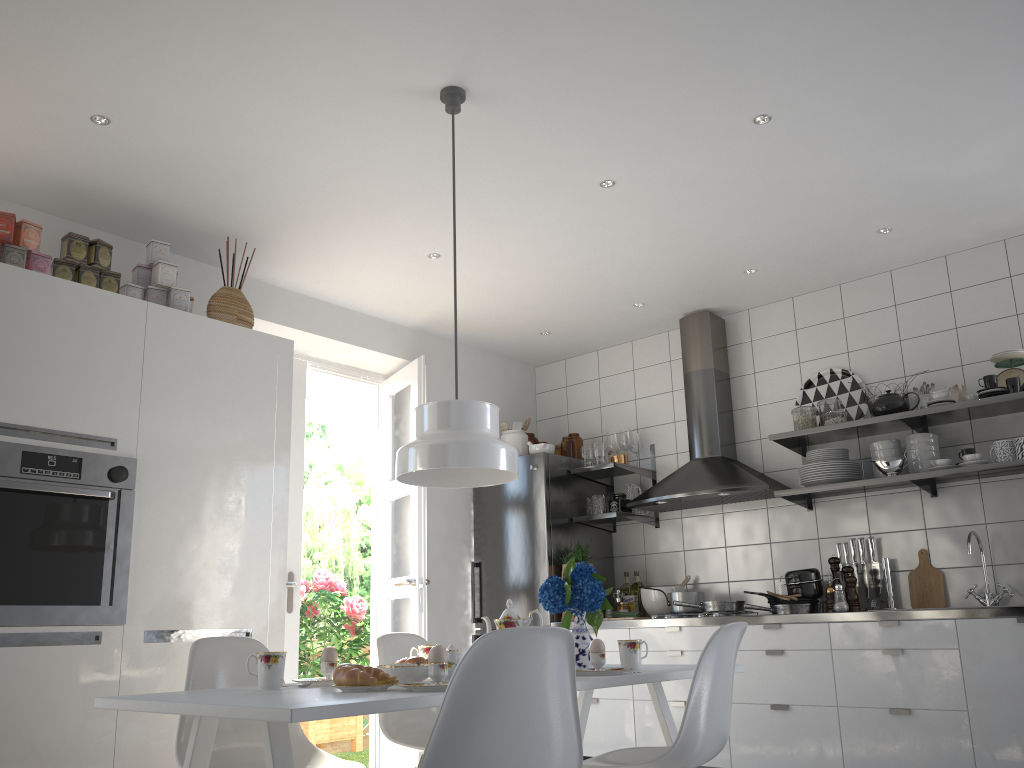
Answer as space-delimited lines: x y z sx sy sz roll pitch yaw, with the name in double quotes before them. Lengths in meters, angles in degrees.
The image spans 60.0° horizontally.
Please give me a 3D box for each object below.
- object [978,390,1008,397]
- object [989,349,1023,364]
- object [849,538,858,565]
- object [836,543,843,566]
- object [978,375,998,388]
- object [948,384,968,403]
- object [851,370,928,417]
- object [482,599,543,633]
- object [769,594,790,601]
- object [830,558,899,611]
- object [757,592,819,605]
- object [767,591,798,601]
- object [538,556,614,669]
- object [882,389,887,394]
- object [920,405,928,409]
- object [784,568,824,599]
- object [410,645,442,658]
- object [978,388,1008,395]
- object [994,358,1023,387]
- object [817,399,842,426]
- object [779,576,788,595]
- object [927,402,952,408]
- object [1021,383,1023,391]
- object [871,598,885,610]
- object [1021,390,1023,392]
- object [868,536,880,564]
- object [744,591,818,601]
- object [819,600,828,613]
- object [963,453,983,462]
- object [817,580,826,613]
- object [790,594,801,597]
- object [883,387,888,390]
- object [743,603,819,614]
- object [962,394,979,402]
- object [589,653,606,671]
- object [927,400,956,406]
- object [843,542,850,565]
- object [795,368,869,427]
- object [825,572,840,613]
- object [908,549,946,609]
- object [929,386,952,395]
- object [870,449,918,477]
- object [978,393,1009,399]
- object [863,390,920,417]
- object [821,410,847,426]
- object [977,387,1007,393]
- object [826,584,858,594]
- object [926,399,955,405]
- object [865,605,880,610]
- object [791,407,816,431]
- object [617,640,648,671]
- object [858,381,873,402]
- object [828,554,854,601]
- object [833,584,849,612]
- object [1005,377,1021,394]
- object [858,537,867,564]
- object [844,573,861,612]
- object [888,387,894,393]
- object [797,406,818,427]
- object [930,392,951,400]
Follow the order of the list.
"object" 2.118 0.054 3.898 0.121 0.020 0.122 13 -21 -43
"object" 2.286 -0.120 4.070 0.163 0.046 0.166 -2 -15 0
"object" 1.723 0.843 4.465 0.022 0.131 0.033 12 -19 -43
"object" 1.668 0.867 4.510 0.028 0.113 0.019 -11 -17 35
"object" 2.111 0.004 3.917 0.055 0.077 0.071 6 -16 -28
"object" 2.110 0.076 4.182 0.116 0.150 0.128 4 -16 -22
"object" 1.881 0.079 4.406 0.378 0.276 0.199 -8 -16 22
"object" 0.001 0.777 2.725 0.140 0.228 0.150 7 -16 -30
"object" 1.293 1.036 4.306 0.064 0.044 0.338 -3 -16 7
"object" 1.743 1.008 4.411 0.323 0.258 0.067 -14 -19 39
"object" 1.332 1.068 4.353 0.347 0.081 0.245 1 -16 -8
"object" 1.309 1.029 4.307 0.059 0.060 0.337 -1 -16 -1
"object" 0.220 0.775 3.006 0.267 0.373 0.237 -14 -19 41
"object" 1.889 0.119 4.451 0.028 0.218 0.101 -4 -14 12
"object" 1.960 0.127 4.158 0.079 0.047 0.083 -6 -16 15
"object" 1.435 0.987 4.358 0.190 0.157 0.199 -2 -15 2
"object" -0.270 0.892 2.860 0.078 0.094 0.091 -13 -18 38
"object" 2.118 0.045 3.899 0.121 0.022 0.122 3 -16 -17
"object" 2.285 0.000 4.030 0.160 0.207 0.186 -14 -19 39
"object" 1.620 0.169 4.502 0.121 0.169 0.122 6 -16 -29
"object" 1.444 1.096 4.599 0.101 0.199 0.081 -10 -16 30
"object" 1.963 0.109 4.044 0.121 0.020 0.122 13 -21 -43
"object" 2.242 0.017 3.837 0.069 0.057 0.080 -5 -15 13
"object" 1.781 1.073 4.306 0.029 0.068 0.070 12 -20 -42
"object" 2.256 0.039 3.824 0.121 0.020 0.122 13 -21 -43
"object" 1.798 0.824 4.401 0.047 0.131 0.022 -15 -19 43
"object" 1.341 1.052 4.348 0.357 0.080 0.247 12 -20 -40
"object" 1.562 1.119 4.447 0.066 0.067 0.053 -2 -14 1
"object" 2.024 0.336 3.889 0.083 0.047 0.080 9 -19 -35
"object" 1.556 1.084 4.566 0.081 0.199 0.101 6 -16 -28
"object" 1.343 1.043 4.321 0.065 0.021 0.339 -3 -16 4
"object" 1.896 0.118 4.471 0.029 0.230 0.063 -9 -16 28
"object" 1.331 1.109 4.374 0.352 0.060 0.234 -7 -16 19
"object" 2.088 0.078 4.021 0.083 0.047 0.080 9 -19 -35
"object" 0.255 0.825 2.625 0.048 0.057 0.048 1 -15 -8
"object" 1.963 0.100 4.046 0.121 0.020 0.122 13 -21 -43
"object" 1.694 0.860 4.488 0.028 0.113 0.019 -11 -17 35
"object" 1.693 0.108 4.697 0.397 0.390 0.053 -14 -18 40
"object" 1.536 0.996 4.232 0.081 0.190 0.058 -9 -16 29
"object" 1.987 0.938 4.256 0.158 0.291 0.047 -13 -18 39
"object" 1.959 0.043 4.060 0.078 0.067 0.083 8 -18 -33
"object" 1.788 0.378 4.144 0.210 0.133 0.103 -8 -16 22
"object" 2.118 0.063 3.895 0.121 0.020 0.122 -7 -16 17
"object" 1.802 0.098 4.214 0.178 0.141 0.202 0 -15 -8
"object" 1.593 0.181 4.372 0.121 0.078 0.122 -9 -17 26
"object" 2.116 0.036 3.903 0.121 0.023 0.122 1 -16 -8
"object" 1.629 1.057 4.374 0.115 0.143 0.128 1 -15 -10
"object" 1.960 0.091 4.051 0.121 0.024 0.122 -13 -19 35
"object" 1.733 1.080 4.257 0.073 0.031 0.070 -14 -20 39
"object" 1.480 0.189 4.485 0.121 0.129 0.122 -9 -16 26
"object" 0.376 0.856 2.793 0.078 0.094 0.091 -11 -17 33
"object" 1.795 0.099 4.416 0.021 0.247 0.114 11 -19 -43
"object" 1.603 0.965 4.292 0.061 0.280 0.124 11 -19 -43
"object" 1.541 1.006 4.162 0.069 0.134 0.069 -7 -15 20
"object" 2.169 0.013 3.823 0.055 0.076 0.071 -3 -15 4
"object" 1.755 0.835 4.437 0.022 0.131 0.033 12 -19 -43
"object" 1.610 0.988 4.195 0.058 0.182 0.059 4 -15 -20
"object" 1.917 0.113 4.445 0.025 0.225 0.086 -4 -14 10
"object" 1.539 0.209 4.636 0.121 0.169 0.122 6 -16 -29
"object" 1.960 0.070 4.054 0.079 0.049 0.083 -5 -16 13
